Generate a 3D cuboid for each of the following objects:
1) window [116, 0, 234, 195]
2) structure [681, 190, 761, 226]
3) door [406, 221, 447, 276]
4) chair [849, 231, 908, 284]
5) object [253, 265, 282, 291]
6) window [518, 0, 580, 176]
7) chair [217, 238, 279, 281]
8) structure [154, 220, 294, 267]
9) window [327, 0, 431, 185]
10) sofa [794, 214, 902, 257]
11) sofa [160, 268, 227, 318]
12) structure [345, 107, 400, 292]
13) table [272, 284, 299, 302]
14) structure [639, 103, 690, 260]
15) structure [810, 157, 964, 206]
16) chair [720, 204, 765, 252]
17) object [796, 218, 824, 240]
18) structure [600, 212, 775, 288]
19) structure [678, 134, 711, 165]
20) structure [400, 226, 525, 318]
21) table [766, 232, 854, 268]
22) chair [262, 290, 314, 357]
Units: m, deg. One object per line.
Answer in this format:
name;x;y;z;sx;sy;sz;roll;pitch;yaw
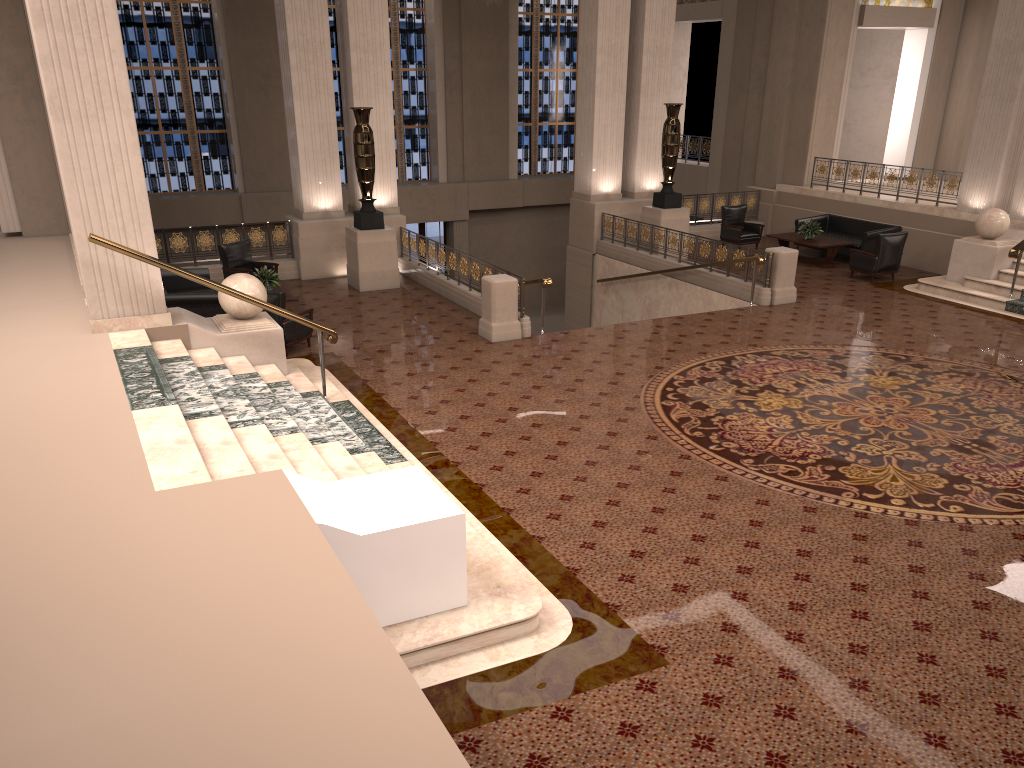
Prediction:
window;-8.072;-7.070;19.723;2.964;5.593;0.067;-10;26;-23
structure;4.371;-3.807;19.147;2.515;0.683;0.031;-9;25;-24
door;-2.418;-3.049;23.886;1.479;2.843;0.150;-10;26;-23
chair;6.362;-2.244;15.360;0.642;0.881;0.693;-11;24;-24
object;-3.512;-1.494;12.492;0.502;0.393;0.504;2;21;6
window;1.235;-8.511;23.905;2.964;5.593;0.067;-10;26;-23
chair;-4.201;-1.826;14.088;0.710;0.881;0.627;12;25;26
structure;-4.990;-2.358;14.941;2.515;0.683;0.031;-9;25;-24
window;-3.498;-7.778;21.779;2.964;5.593;0.067;-10;26;-23
sofa;6.482;-2.822;17.218;0.868;0.738;1.860;-10;22;-25
sofa;-4.478;-1.125;12.294;0.868;0.738;1.860;-10;22;-25
structure;-2.347;-3.002;14.395;0.694;2.910;0.676;-11;26;-24
table;-3.654;-1.123;12.717;0.832;0.455;1.427;-10;22;-25
structure;2.967;-3.825;16.783;0.694;2.910;0.676;-11;26;-24
structure;7.186;-3.954;17.158;0.031;0.652;3.574;-12;23;-25
chair;4.702;-3.206;18.092;0.640;0.881;0.696;-13;26;-29
object;5.653;-2.949;16.713;0.502;0.393;0.504;2;21;6
structure;2.883;-2.448;15.600;0.078;0.561;4.778;-12;23;-25
structure;4.448;-5.969;22.395;0.031;0.697;2.085;-12;23;-25
structure;-0.911;-1.860;13.896;0.078;0.561;4.775;-11;22;-24
table;5.659;-2.565;16.902;0.832;0.455;1.427;-10;22;-25
chair;-3.000;-0.848;11.308;0.643;0.881;0.693;10;24;22
